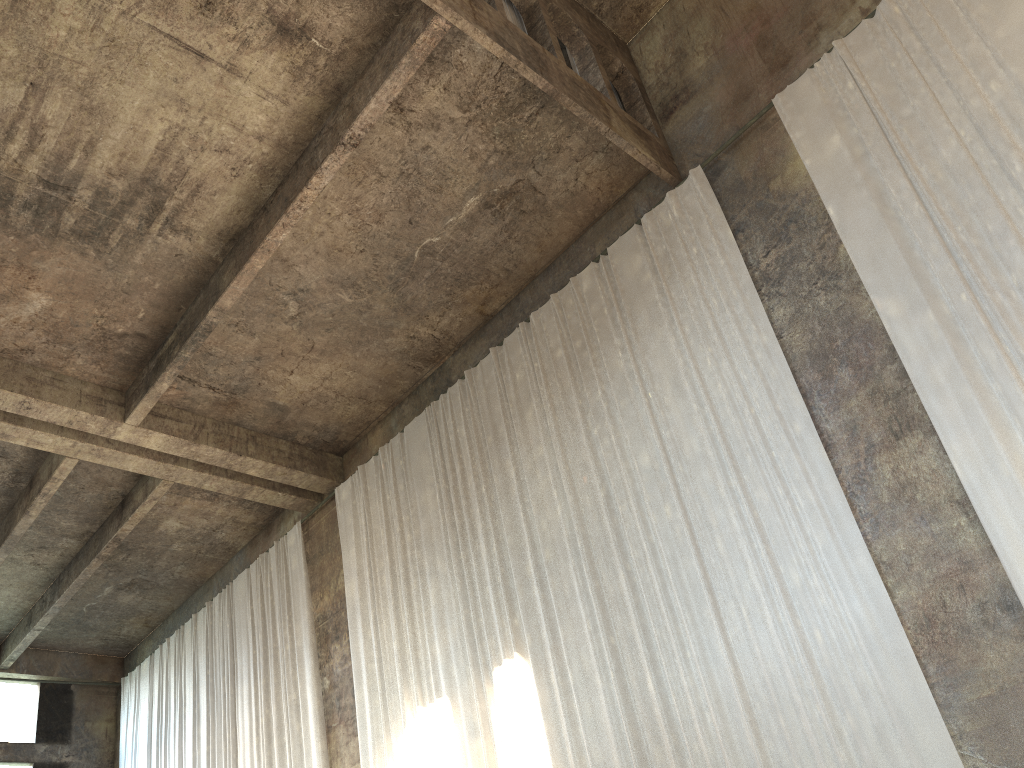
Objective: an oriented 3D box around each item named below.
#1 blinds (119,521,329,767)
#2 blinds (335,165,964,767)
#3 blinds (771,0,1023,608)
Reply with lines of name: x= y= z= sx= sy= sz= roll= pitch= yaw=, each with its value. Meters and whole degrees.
blinds: x=-5.360 y=7.817 z=15.221 sx=0.280 sy=8.144 sz=8.123 roll=18 pitch=-43 yaw=-40
blinds: x=0.367 y=3.015 z=10.172 sx=0.280 sy=8.144 sz=8.140 roll=16 pitch=-42 yaw=-38
blinds: x=6.076 y=-1.772 z=5.139 sx=0.280 sy=8.144 sz=8.140 roll=16 pitch=-42 yaw=-38
